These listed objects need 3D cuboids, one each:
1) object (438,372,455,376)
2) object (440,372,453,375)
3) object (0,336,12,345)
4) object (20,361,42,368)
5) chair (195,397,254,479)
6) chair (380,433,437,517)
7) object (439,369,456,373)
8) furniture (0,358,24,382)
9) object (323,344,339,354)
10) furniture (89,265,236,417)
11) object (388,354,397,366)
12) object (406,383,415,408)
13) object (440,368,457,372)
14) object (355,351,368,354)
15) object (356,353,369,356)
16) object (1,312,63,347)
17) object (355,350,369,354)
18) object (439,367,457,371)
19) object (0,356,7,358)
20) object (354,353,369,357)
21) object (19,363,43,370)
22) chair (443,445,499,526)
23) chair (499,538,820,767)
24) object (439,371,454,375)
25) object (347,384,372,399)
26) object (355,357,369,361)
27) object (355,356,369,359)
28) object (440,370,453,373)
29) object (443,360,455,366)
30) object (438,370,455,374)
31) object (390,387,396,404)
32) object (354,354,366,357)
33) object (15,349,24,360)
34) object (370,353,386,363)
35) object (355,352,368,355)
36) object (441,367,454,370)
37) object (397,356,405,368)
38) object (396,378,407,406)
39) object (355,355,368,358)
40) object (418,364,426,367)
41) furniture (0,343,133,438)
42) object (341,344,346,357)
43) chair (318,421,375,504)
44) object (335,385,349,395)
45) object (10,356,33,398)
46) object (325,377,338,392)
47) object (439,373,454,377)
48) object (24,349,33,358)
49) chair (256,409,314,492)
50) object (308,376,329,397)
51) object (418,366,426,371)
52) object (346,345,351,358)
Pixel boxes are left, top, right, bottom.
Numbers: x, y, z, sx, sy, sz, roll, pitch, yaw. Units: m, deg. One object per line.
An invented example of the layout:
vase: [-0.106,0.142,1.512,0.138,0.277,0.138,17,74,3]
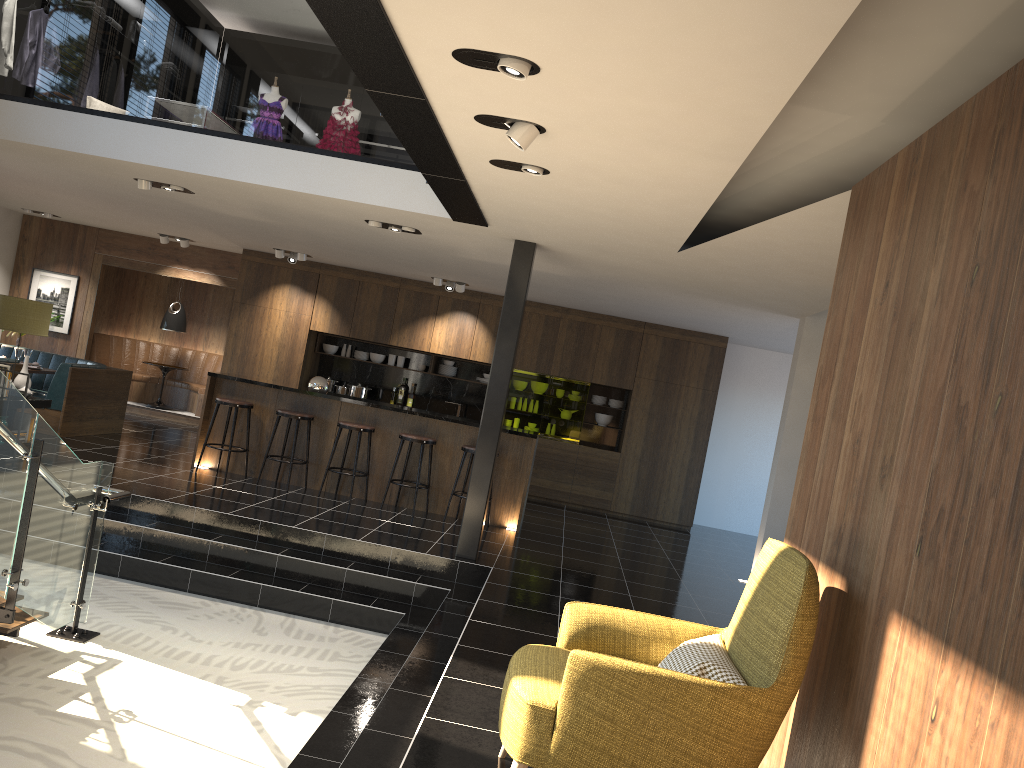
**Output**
object: [-0.958,-0.137,13.013,0.268,0.024,0.269,11,0,42]
object: [-0.956,-0.145,13.013,0.268,0.024,0.269,11,0,42]
object: [-4.764,-0.251,7.813,0.608,0.744,0.406,10,1,-36]
object: [-5.733,-0.245,10.503,0.324,0.051,0.269,11,0,7]
chair: [-2.986,0.567,9.328,0.412,0.799,0.413,11,0,13]
chair: [-1.045,0.934,9.198,0.412,0.799,0.413,11,0,13]
object: [-0.949,-0.183,13.013,0.268,0.024,0.269,11,0,42]
furniture: [-6.322,-0.083,8.362,2.609,0.822,1.365,11,0,4]
object: [-2.679,-0.506,13.058,0.234,0.138,0.234,11,0,7]
furniture: [-5.250,-0.766,14.223,2.638,2.335,1.174,11,0,3]
object: [-1.758,-0.348,12.973,0.109,0.161,0.109,11,0,-14]
object: [-1.490,0.184,13.069,0.077,0.395,0.077,10,1,-44]
object: [-0.946,-0.200,13.012,0.268,0.024,0.269,11,0,42]
object: [-2.202,-0.446,13.018,0.220,0.033,0.220,11,0,0]
object: [-2.206,-0.423,13.018,0.220,0.033,0.220,11,0,0]
object: [-7.178,-0.525,13.128,0.819,1.382,0.954,10,1,-38]
object: [-2.200,-0.458,13.017,0.220,0.033,0.220,11,0,0]
object: [-0.944,-0.211,13.012,0.268,0.024,0.269,11,0,42]
object: [-6.128,-0.320,10.520,0.324,0.051,0.269,11,0,7]
object: [-2.208,-0.413,13.018,0.220,0.033,0.220,11,0,0]
object: [-5.503,-0.203,10.147,0.269,0.051,0.325,11,0,7]
chair: [-0.398,1.057,9.155,0.412,0.799,0.413,11,0,13]
chair: [0.502,1.057,3.254,1.030,1.097,0.807,11,0,3]
object: [-0.954,-0.156,13.013,0.268,0.024,0.269,11,0,42]
object: [-2.196,0.101,12.695,0.278,0.218,0.301,11,0,37]
object: [-2.217,-0.366,13.018,0.220,0.033,0.220,11,0,0]
object: [-2.215,-0.378,13.018,0.220,0.033,0.220,11,0,0]
object: [-0.951,-0.173,13.013,0.268,0.024,0.269,11,0,42]
object: [-0.930,-0.297,13.011,0.168,0.087,0.168,11,0,24]
object: [-0.952,-0.164,13.013,0.268,0.024,0.269,11,0,42]
object: [-1.755,0.188,13.075,0.057,0.287,0.058,11,1,17]
object: [-2.211,-0.400,13.018,0.220,0.033,0.220,11,0,0]
object: [-5.650,-0.303,10.143,0.098,0.192,0.098,11,0,2]
object: [-1.979,-0.372,13.011,0.233,0.138,0.234,11,0,24]
object: [-2.205,-0.433,13.018,0.220,0.033,0.220,11,0,0]
object: [-0.942,-0.218,13.012,0.268,0.024,0.269,11,0,42]
object: [-1.626,-0.324,12.964,0.109,0.161,0.109,11,0,16]
object: [-1.641,0.126,13.072,0.133,0.451,0.116,11,1,4]
object: [-2.213,-0.390,13.018,0.220,0.033,0.220,11,0,0]
object: [-1.323,-0.246,12.967,0.122,0.072,0.122,11,0,29]
furniture: [-6.139,-0.043,10.519,2.609,0.822,1.365,11,0,4]
object: [-2.471,-0.497,13.044,0.060,0.185,0.060,11,1,35]
chair: [-1.692,0.812,9.241,0.412,0.799,0.413,11,0,13]
object: [-2.446,0.084,12.827,0.210,0.143,0.194,11,0,-38]
object: [-4.817,-0.082,8.671,0.319,0.398,0.316,11,0,-20]
object: [-2.684,0.000,12.935,0.255,0.218,0.236,11,0,-38]
object: [-0.959,-0.129,13.013,0.268,0.024,0.269,11,0,42]
object: [-5.663,-0.305,10.351,0.098,0.192,0.098,11,0,2]
chair: [-2.339,0.689,9.285,0.412,0.799,0.413,11,0,13]
object: [-2.077,0.031,9.529,0.228,0.228,0.227,11,0,-36]
object: [-1.327,-0.222,12.967,0.122,0.072,0.122,11,0,29]
object: [-2.397,-0.483,13.039,0.060,0.185,0.060,10,1,-28]
